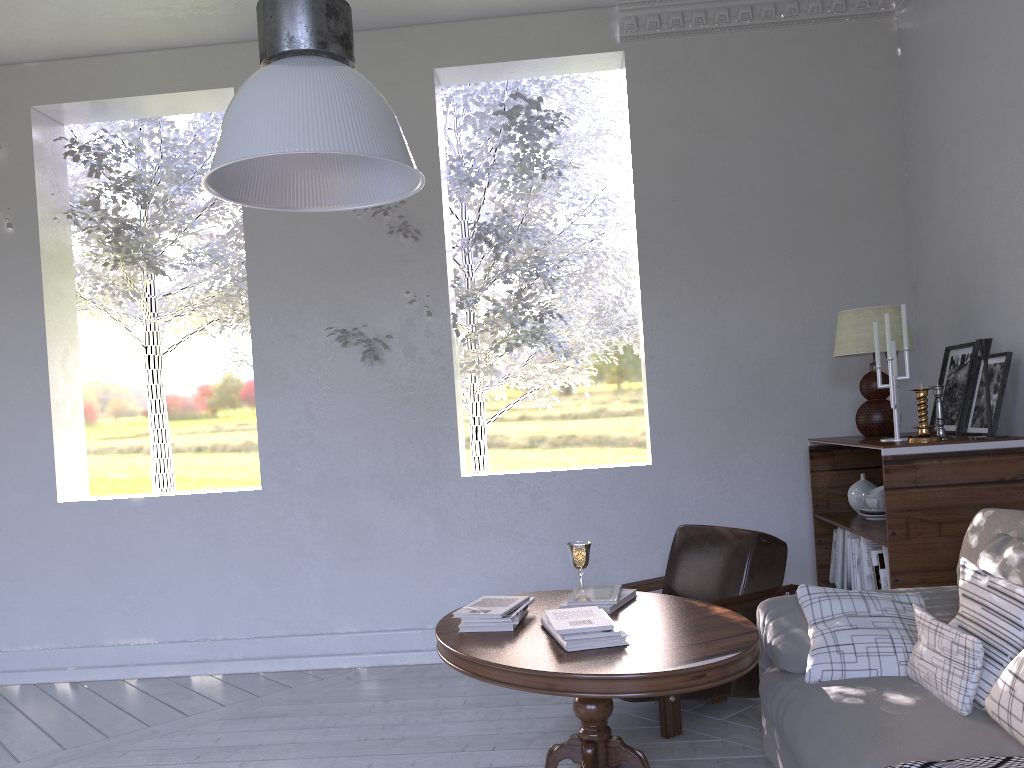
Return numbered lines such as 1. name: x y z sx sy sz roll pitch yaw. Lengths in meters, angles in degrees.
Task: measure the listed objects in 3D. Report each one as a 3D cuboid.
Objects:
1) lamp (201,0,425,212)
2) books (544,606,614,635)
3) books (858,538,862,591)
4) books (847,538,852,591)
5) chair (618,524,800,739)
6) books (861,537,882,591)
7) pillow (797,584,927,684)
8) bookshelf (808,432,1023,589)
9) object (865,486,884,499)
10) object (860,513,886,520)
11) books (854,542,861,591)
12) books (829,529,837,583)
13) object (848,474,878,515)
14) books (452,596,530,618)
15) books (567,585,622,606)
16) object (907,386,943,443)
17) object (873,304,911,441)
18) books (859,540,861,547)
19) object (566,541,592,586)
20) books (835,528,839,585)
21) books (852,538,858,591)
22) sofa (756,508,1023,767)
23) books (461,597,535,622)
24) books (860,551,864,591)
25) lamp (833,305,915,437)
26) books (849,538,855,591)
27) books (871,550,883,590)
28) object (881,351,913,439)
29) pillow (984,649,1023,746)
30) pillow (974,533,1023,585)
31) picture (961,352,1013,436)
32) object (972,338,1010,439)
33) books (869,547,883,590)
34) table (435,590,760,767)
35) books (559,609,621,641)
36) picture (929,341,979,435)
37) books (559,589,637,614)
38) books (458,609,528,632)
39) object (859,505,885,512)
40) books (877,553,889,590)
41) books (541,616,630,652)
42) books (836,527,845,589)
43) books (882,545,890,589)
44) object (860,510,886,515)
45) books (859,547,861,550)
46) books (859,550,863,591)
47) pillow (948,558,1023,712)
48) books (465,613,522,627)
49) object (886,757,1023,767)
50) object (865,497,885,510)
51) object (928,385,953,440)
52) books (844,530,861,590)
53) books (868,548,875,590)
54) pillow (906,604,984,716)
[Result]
1. lamp: -0.339 -0.615 1.448 0.355 0.583 0.356 -4 -1 31
2. books: 0.157 0.562 2.115 0.136 0.010 0.215 -4 -2 -5
3. books: 1.202 0.606 2.889 0.129 0.212 0.020 -4 0 9
4. books: 1.177 0.614 2.962 0.120 0.207 0.027 -4 0 -1
5. chair: 0.530 0.765 2.883 0.704 0.554 0.497 -3 -1 -31
6. books: 1.176 0.591 2.801 0.126 0.237 0.018 -4 0 9
7. pillow: 0.818 0.580 2.044 0.309 0.206 0.215 -4 -1 10
8. bookshelf: 1.301 0.575 2.894 0.400 0.800 0.801 -4 -1 4
9. object: 1.255 0.384 3.045 0.078 0.067 0.083 -4 -1 19
10. object: 1.260 0.453 3.044 0.121 0.021 0.121 -2 -3 -37
11. books: 1.194 0.615 2.907 0.124 0.195 0.015 -4 0 9
12. books: 1.234 0.618 3.194 0.161 0.210 0.127 -4 0 4
13. object: 1.268 0.396 3.190 0.111 0.147 0.123 -4 -1 1
14. books: -0.051 0.582 2.317 0.136 0.011 0.216 -5 -2 20
15. books: 0.231 0.584 2.455 0.136 0.011 0.215 -4 -2 10
16. object: 1.207 0.083 2.604 0.096 0.172 0.096 -4 0 23
17. object: 1.192 -0.034 2.770 0.101 0.424 0.101 -4 0 -13
18. books: 1.200 0.608 2.873 0.130 0.206 0.011 -4 0 9
19. object: 0.202 0.545 2.623 0.076 0.148 0.076 -4 0 -1
20. books: 1.236 0.612 3.151 0.161 0.218 0.101 -4 0 4
21. books: 1.195 0.610 2.921 0.130 0.206 0.011 -4 0 9
22. sofa: 0.921 0.617 1.366 0.765 0.682 1.866 -4 -2 4
23. books: -0.033 0.591 2.326 0.134 0.010 0.241 -4 -2 15
24. books: 1.175 0.619 2.824 0.115 0.183 0.009 -4 0 9
25. lamp: 1.274 -0.038 3.111 0.268 0.447 0.267 -4 0 -21
26. books: 1.189 0.611 2.933 0.130 0.206 0.011 -4 0 9
27. books: 1.177 0.609 2.701 0.131 0.202 0.064 -4 0 4
28. object: 1.268 0.037 2.939 0.095 0.289 0.095 -4 0 26
29. pillow: 0.919 0.428 1.366 0.219 0.385 0.455 -4 -1 6
30. pillow: 1.016 0.474 1.735 0.151 0.313 0.490 -4 -2 4
31. picture: 1.458 0.035 2.725 0.080 0.252 0.202 -4 -1 4
32. object: 1.370 0.014 2.553 0.095 0.289 0.095 -4 0 26
33. books: 1.179 0.605 2.718 0.129 0.210 0.074 -4 0 4
34. table: 0.204 0.818 2.232 0.737 0.431 0.951 -3 -2 -26
35. books: 0.171 0.572 2.113 0.135 0.010 0.241 -4 -2 -5
36. picture: 1.478 0.019 2.970 0.095 0.300 0.232 -4 -1 4
37. books: 0.241 0.598 2.451 0.147 0.018 0.231 -5 -2 25
38. books: -0.047 0.615 2.327 0.141 0.015 0.222 -4 -2 10
39. object: 1.259 0.434 3.047 0.121 0.024 0.121 -4 -2 8
40. books: 1.174 0.607 2.648 0.131 0.202 0.064 -4 0 4
41. books: 0.169 0.589 2.121 0.148 0.021 0.279 -3 -2 -10
42. books: 1.225 0.602 3.090 0.172 0.235 0.112 -4 0 4
43. books: 1.182 0.590 2.628 0.126 0.233 0.078 -4 0 4
44. object: 1.260 0.444 3.044 0.121 0.021 0.121 -2 -3 -37
45. books: 1.187 0.617 2.851 0.120 0.188 0.012 -4 0 9
46. books: 1.180 0.620 2.841 0.115 0.182 0.009 -4 0 9
47. pillow: 0.935 0.503 1.761 0.129 0.269 0.311 -4 -1 8
48. books: -0.041 0.602 2.320 0.136 0.010 0.215 -4 -2 5
49. object: 0.413 0.811 1.432 1.498 0.395 0.496 -5 -2 34
50. object: 1.256 0.413 3.046 0.082 0.050 0.079 -3 -2 -23
51. object: 1.284 0.080 2.660 0.062 0.172 0.062 -4 0 -20
52. books: 1.223 0.596 3.001 0.174 0.242 0.105 -4 0 4
53. books: 1.189 0.609 2.748 0.131 0.202 0.064 -4 0 4
54. pillow: 0.861 0.546 1.766 0.070 0.167 0.284 -4 -2 1
